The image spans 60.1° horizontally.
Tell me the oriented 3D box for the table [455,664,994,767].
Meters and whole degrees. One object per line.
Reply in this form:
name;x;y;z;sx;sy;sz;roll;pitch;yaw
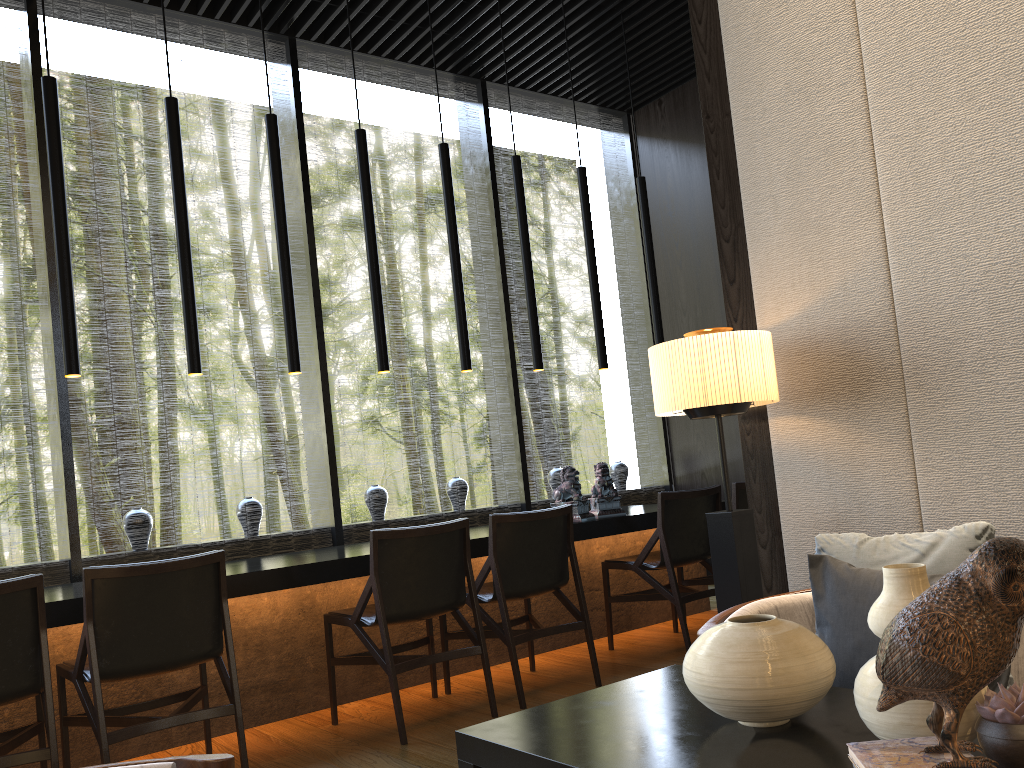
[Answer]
table;0.461;0.796;1.333;0.574;0.515;1.048;-3;-7;-37

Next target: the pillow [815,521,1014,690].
pillow;0.943;0.546;2.132;0.434;0.398;0.201;-9;-5;32

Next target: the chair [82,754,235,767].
chair;-0.522;0.833;1.087;0.605;0.602;0.808;-3;-6;-36

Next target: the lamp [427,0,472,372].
lamp;-0.373;-1.266;4.883;0.060;2.413;0.060;-3;-4;-42

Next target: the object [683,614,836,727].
object;0.407;0.472;1.464;0.245;0.167;0.246;-7;-5;11

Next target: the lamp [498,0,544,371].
lamp;0.027;-1.276;5.180;0.060;2.413;0.060;-3;-4;-42

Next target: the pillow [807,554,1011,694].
pillow;0.880;0.554;1.958;0.219;0.360;0.474;-3;-6;-40

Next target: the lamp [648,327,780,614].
lamp;0.676;0.508;2.703;0.374;1.346;0.376;-6;-3;-7

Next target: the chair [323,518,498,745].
chair;-0.443;1.009;3.755;0.525;0.824;0.566;-3;-5;-37

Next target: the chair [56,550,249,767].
chair;-1.276;1.029;3.136;0.525;0.824;0.566;-3;-5;-37

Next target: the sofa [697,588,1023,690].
sofa;1.081;0.696;1.795;0.602;0.691;1.457;-3;-6;-37

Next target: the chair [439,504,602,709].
chair;0.018;0.998;4.097;0.525;0.824;0.566;-3;-5;-37

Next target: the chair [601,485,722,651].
chair;0.851;0.978;4.716;0.525;0.824;0.566;-3;-5;-37

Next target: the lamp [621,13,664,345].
lamp;0.849;-1.295;5.790;0.060;2.413;0.060;-3;-4;-42

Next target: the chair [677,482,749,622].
chair;1.312;0.967;5.058;0.525;0.824;0.566;-3;-5;-37

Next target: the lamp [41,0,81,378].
lamp;-1.941;-1.228;3.718;0.060;2.413;0.060;-3;-4;-42

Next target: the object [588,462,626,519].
object;0.519;0.598;5.020;0.163;0.312;0.210;-5;-4;-12

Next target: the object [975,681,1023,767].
object;0.645;0.438;1.137;0.092;0.111;0.091;-7;-4;16

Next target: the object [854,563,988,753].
object;0.566;0.384;1.242;0.174;0.256;0.175;-5;-4;-17

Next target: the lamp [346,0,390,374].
lamp;-0.780;-1.256;4.580;0.060;2.413;0.060;-3;-4;-42

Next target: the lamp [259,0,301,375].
lamp;-1.165;-1.247;4.295;0.060;2.413;0.060;-3;-4;-42

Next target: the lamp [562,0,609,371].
lamp;0.434;-1.285;5.482;0.060;2.413;0.060;-3;-4;-42

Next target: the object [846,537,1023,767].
object;0.523;0.343;1.062;0.229;0.308;0.174;-7;-4;9

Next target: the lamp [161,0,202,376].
lamp;-1.542;-1.238;4.015;0.060;2.413;0.060;-3;-4;-42

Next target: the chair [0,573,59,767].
chair;-1.737;1.040;2.794;0.525;0.824;0.566;-3;-5;-37

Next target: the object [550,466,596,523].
object;0.316;0.605;4.875;0.208;0.309;0.162;-9;-4;33
